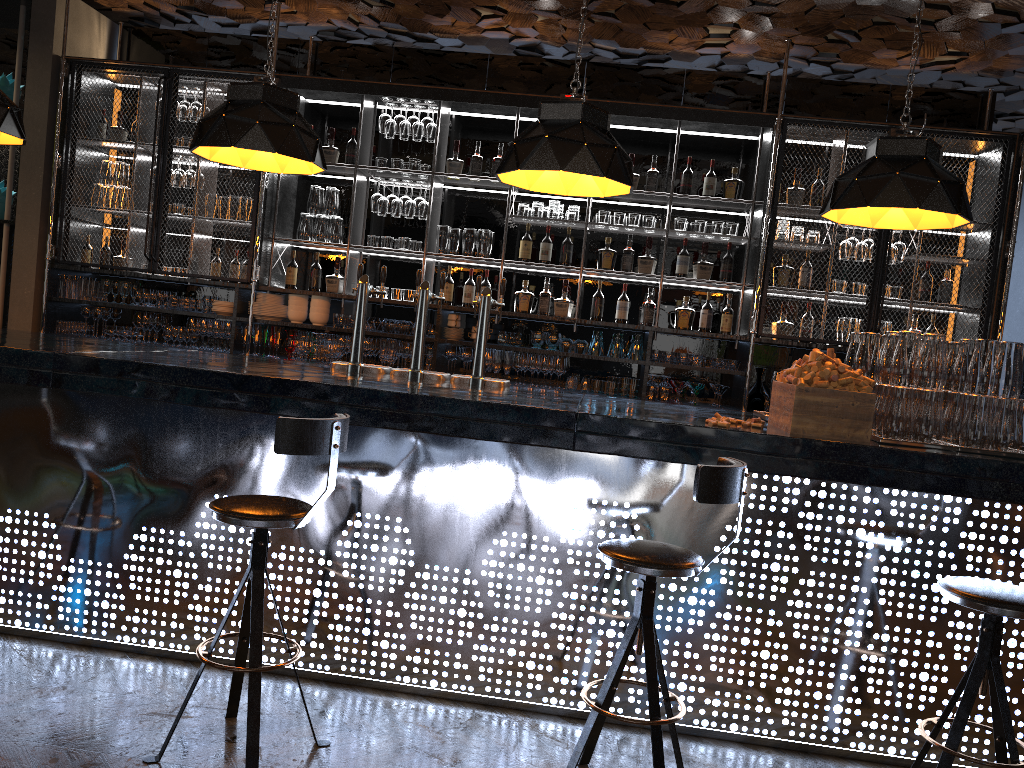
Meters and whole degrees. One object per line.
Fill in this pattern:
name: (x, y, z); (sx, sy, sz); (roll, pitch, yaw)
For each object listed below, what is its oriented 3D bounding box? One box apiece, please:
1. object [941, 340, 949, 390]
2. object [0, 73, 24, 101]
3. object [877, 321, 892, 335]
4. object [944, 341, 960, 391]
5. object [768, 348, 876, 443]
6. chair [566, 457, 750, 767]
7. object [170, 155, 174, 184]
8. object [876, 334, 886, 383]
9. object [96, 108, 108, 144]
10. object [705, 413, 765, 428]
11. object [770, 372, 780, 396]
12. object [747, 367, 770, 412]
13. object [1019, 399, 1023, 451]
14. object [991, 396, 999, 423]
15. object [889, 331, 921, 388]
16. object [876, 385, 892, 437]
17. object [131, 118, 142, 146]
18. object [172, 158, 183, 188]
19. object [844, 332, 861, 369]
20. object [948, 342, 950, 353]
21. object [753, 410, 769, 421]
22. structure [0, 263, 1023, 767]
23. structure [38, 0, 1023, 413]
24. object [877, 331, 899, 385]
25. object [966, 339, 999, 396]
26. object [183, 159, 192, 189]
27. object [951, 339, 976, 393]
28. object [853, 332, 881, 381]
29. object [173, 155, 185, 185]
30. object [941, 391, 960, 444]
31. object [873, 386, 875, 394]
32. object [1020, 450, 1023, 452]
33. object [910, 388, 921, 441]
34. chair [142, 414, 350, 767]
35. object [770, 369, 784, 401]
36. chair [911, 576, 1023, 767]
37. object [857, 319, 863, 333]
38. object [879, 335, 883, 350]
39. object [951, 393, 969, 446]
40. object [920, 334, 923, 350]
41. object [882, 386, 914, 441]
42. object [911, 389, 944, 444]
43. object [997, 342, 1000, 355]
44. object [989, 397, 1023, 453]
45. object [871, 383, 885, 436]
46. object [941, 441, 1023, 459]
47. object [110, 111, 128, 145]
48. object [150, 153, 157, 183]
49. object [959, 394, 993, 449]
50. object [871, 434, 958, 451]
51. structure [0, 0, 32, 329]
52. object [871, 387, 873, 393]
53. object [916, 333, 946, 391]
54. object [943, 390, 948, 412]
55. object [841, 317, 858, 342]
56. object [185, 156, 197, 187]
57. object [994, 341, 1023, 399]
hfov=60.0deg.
object: (1.801, -0.083, 3.771); (0.105, 0.209, 0.105); (8, 4, 30)
object: (-3.832, -2.194, 6.704); (0.265, 0.325, 0.245); (6, 3, -1)
object: (2.562, -0.328, 6.133); (0.105, 0.209, 0.105); (6, 3, -10)
object: (1.891, -0.073, 3.766); (0.105, 0.209, 0.105); (8, 4, 30)
object: (1.214, 0.027, 3.439); (0.340, 0.332, 0.464); (7, 3, 9)
chair: (0.426, 0.762, 2.727); (0.476, 1.108, 0.419); (7, 3, 20)
object: (-2.558, -1.600, 6.604); (0.081, 0.213, 0.081); (7, 3, 11)
object: (1.610, -0.105, 3.785); (0.105, 0.209, 0.105); (8, 4, 30)
object: (-3.117, -1.964, 6.752); (0.075, 0.260, 0.075); (4, 4, -36)
object: (0.841, 0.143, 3.384); (0.198, 0.045, 0.377); (9, 4, 44)
object: (1.223, 0.053, 4.024); (0.105, 0.209, 0.105); (8, 4, 30)
object: (1.731, 0.039, 6.235); (0.186, 0.307, 0.186); (7, 3, 11)
object: (2.050, 0.170, 3.515); (0.105, 0.209, 0.105); (8, 4, 30)
object: (1.852, 0.153, 3.388); (0.105, 0.209, 0.105); (8, 4, 30)
object: (1.487, -0.094, 3.343); (0.105, 0.209, 0.105); (8, 4, 30)
object: (1.463, 0.111, 3.410); (0.105, 0.209, 0.105); (8, 4, 30)
object: (-2.831, -1.931, 6.700); (0.075, 0.261, 0.075); (4, 4, -36)
object: (-2.544, -1.606, 6.747); (0.081, 0.213, 0.081); (7, 3, 11)
object: (1.523, -0.121, 3.905); (0.105, 0.209, 0.105); (8, 4, 30)
object: (1.915, -0.077, 3.882); (0.105, 0.209, 0.105); (8, 4, 30)
object: (1.236, 0.156, 3.911); (0.273, 0.019, 0.437); (6, 3, 5)
structure: (-0.728, 0.283, 3.903); (6.009, 1.685, 1.214); (6, 3, 5)
structure: (-0.084, -0.718, 6.285); (6.750, 3.553, 1.143); (6, 3, 5)
object: (1.490, -0.100, 3.459); (0.105, 0.209, 0.105); (8, 4, 30)
object: (1.768, -0.062, 3.324); (0.105, 0.209, 0.105); (8, 4, 30)
object: (-2.458, -1.596, 6.739); (0.081, 0.213, 0.081); (7, 3, 11)
object: (1.770, -0.069, 3.441); (0.105, 0.209, 0.105); (8, 4, 30)
object: (1.520, -0.114, 3.789); (0.105, 0.209, 0.105); (8, 4, 30)
object: (-2.473, -1.590, 6.596); (0.081, 0.213, 0.081); (7, 3, 11)
object: (1.755, 0.136, 3.509); (0.105, 0.209, 0.105); (8, 4, 30)
object: (1.604, 0.101, 3.853); (0.105, 0.209, 0.105); (8, 4, 30)
object: (2.063, 0.273, 3.401); (0.273, 0.019, 0.437); (6, 3, 5)
object: (1.572, 0.122, 3.406); (0.105, 0.209, 0.105); (8, 4, 30)
chair: (-0.783, 0.629, 2.795); (0.476, 1.108, 0.419); (7, 3, 20)
object: (1.907, 0.056, 6.218); (0.170, 0.313, 0.170); (6, 3, 0)
chair: (1.471, 0.876, 2.693); (0.476, 1.108, 0.419); (7, 3, 15)
object: (2.460, -0.343, 6.202); (0.105, 0.209, 0.105); (6, 3, -10)
object: (1.634, -0.108, 3.900); (0.105, 0.209, 0.105); (8, 4, 30)
object: (1.743, 0.142, 3.391); (0.105, 0.209, 0.105); (8, 4, 30)
object: (1.601, -0.087, 3.454); (0.105, 0.209, 0.105); (8, 4, 30)
object: (1.439, 0.114, 3.296); (0.105, 0.209, 0.105); (8, 4, 30)
object: (1.550, 0.126, 3.299); (0.105, 0.209, 0.105); (8, 4, 30)
object: (1.882, -0.056, 3.436); (0.105, 0.209, 0.105); (8, 4, 30)
object: (1.831, 0.157, 3.281); (0.105, 0.209, 0.105); (8, 4, 30)
object: (1.474, 0.105, 3.528); (0.105, 0.209, 0.105); (8, 4, 30)
object: (1.784, 0.242, 3.415); (0.273, 0.019, 0.437); (6, 3, 5)
object: (-2.968, -1.935, 6.699); (0.108, 0.244, 0.108); (6, 3, -6)
object: (-2.653, -1.610, 6.613); (0.081, 0.213, 0.081); (7, 3, 11)
object: (1.720, 0.145, 3.278); (0.105, 0.209, 0.105); (8, 4, 30)
object: (1.503, 0.211, 3.433); (0.273, 0.019, 0.437); (6, 3, 5)
structure: (-5.695, -1.449, 7.003); (4.269, 3.734, 0.705); (6, 3, 5)
object: (1.472, 0.093, 3.742); (0.105, 0.209, 0.105); (8, 4, 30)
object: (1.578, -0.084, 3.338); (0.105, 0.209, 0.105); (8, 4, 30)
object: (1.885, 0.132, 3.834); (0.105, 0.209, 0.105); (8, 4, 30)
object: (2.335, -0.354, 6.152); (0.105, 0.209, 0.105); (6, 3, -10)
object: (-2.383, -1.580, 6.587); (0.081, 0.213, 0.081); (7, 3, 11)
object: (1.858, -0.053, 3.320); (0.105, 0.209, 0.105); (8, 4, 30)
